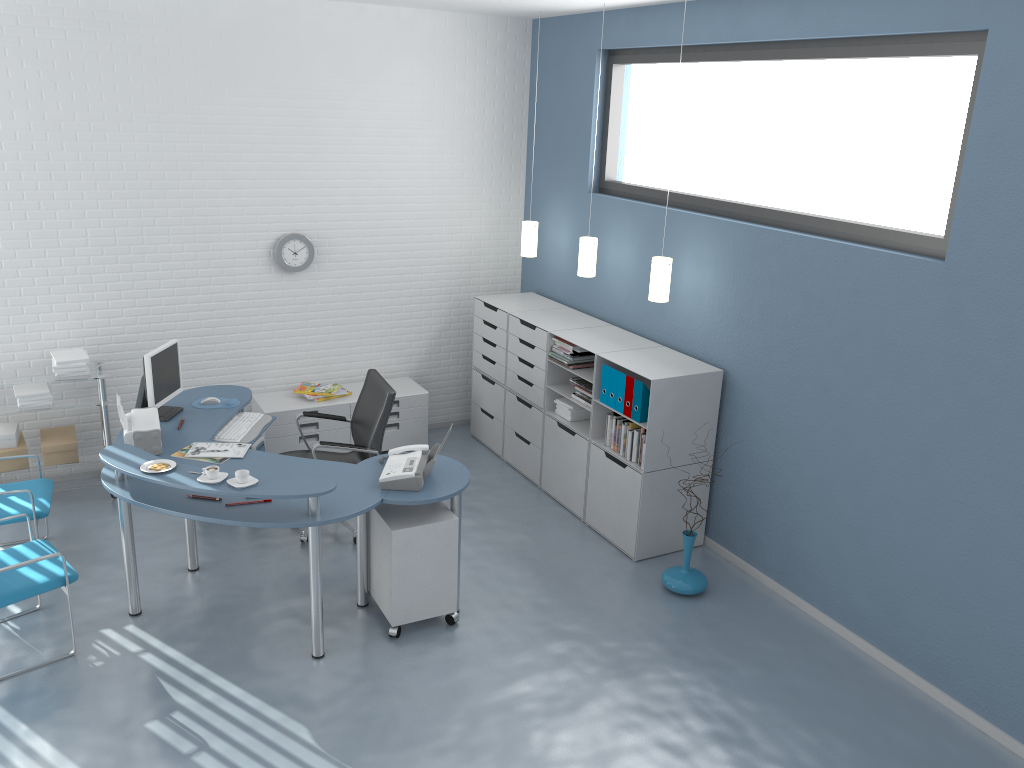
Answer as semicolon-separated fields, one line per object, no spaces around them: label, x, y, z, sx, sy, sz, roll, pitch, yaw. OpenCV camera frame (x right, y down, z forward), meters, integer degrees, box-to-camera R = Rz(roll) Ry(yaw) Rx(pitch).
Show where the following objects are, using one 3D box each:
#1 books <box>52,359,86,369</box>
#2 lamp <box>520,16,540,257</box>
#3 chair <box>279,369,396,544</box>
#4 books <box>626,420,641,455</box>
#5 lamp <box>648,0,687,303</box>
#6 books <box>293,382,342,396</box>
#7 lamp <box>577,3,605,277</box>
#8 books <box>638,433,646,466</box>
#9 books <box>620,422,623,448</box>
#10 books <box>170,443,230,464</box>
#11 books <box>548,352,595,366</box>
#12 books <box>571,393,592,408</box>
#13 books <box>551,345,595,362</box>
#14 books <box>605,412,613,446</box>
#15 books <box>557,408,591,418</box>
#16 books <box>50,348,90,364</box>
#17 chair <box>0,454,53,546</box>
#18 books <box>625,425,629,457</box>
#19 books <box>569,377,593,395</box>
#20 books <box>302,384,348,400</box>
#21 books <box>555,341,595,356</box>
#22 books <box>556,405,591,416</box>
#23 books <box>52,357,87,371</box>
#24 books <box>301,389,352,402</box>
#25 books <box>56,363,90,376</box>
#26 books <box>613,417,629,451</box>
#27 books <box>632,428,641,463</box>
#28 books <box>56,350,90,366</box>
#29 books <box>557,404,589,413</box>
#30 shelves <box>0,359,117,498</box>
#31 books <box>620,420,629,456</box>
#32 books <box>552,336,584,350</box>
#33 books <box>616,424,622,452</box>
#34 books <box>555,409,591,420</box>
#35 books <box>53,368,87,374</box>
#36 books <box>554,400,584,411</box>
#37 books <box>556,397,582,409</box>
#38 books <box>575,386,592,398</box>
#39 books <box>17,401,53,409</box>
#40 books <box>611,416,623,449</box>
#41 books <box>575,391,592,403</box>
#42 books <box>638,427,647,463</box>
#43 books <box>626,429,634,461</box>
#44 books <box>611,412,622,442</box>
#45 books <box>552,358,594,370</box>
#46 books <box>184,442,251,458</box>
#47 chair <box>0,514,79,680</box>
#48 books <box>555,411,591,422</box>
books;-2.819;-0.148;5.645;0.190;0.015;0.270;-6;20;-25
lamp;0.162;-1.810;6.383;0.120;1.786;0.120;9;19;19
chair;-1.093;0.450;5.454;0.652;0.948;0.584;-5;19;-22
books;0.762;0.319;5.333;0.157;0.247;0.021;-7;20;-27
lamp;0.914;-1.351;5.047;0.120;1.786;0.120;9;19;19
books;-1.422;0.038;6.504;0.300;0.020;0.210;4;18;6
lamp;0.538;-1.581;5.715;0.120;1.786;0.120;9;19;19
books;0.820;0.378;5.236;0.157;0.198;0.022;-7;20;-27
books;0.728;0.321;5.411;0.146;0.193;0.032;-7;20;-27
books;-1.619;0.366;4.702;0.300;0.005;0.200;7;18;15
books;0.404;-0.177;5.917;0.234;0.034;0.240;-7;20;-27
books;0.544;0.102;5.738;0.212;0.034;0.265;-7;20;-27
books;0.421;-0.212;5.900;0.212;0.044;0.265;-7;20;-27
books;0.656;0.276;5.527;0.157;0.203;0.040;-7;20;-27
books;0.467;0.175;6.025;0.270;0.015;0.190;-7;20;-26
books;-2.814;-0.179;5.643;0.190;0.015;0.270;-9;21;-32
chair;-2.841;0.682;4.894;0.543;0.707;0.542;-5;19;-23
books;0.753;0.334;5.356;0.155;0.203;0.017;-7;20;-27
books;0.539;0.009;5.713;0.224;0.041;0.283;-7;20;-27
books;-1.387;0.056;6.520;0.300;0.020;0.210;-9;21;-32
books;0.442;-0.246;5.880;0.187;0.034;0.298;-7;20;-27
books;0.462;0.161;6.019;0.270;0.015;0.190;-7;20;-27
books;-2.823;-0.136;5.656;0.190;0.015;0.270;-7;20;-27
books;-1.367;0.069;6.545;0.300;0.020;0.210;-14;24;-42
books;-2.817;-0.107;5.666;0.190;0.015;0.270;-8;21;-30
books;0.698;0.301;5.452;0.157;0.203;0.032;-7;20;-27
books;0.791;0.358;5.287;0.157;0.203;0.040;-7;20;-27
books;-2.809;-0.168;5.660;0.190;0.015;0.270;-7;20;-27
books;0.469;0.146;6.018;0.270;0.015;0.190;-6;20;-25
shelves;-3.040;0.343;5.696;0.896;0.848;0.441;-7;20;-27
books;0.736;0.321;5.374;0.166;0.217;0.038;-7;20;-27
books;0.422;-0.278;5.882;0.212;0.024;0.258;-7;20;-27
books;0.710;0.324;5.434;0.157;0.172;0.021;-7;20;-27
books;0.460;0.188;6.035;0.270;0.015;0.190;-8;21;-30
books;-2.822;-0.120;5.655;0.190;0.015;0.270;-7;20;-26
books;0.449;0.128;6.022;0.270;0.015;0.190;-7;20;-27
books;0.463;0.116;6.012;0.270;0.015;0.190;-9;21;-32
books;0.557;0.048;5.718;0.197;0.034;0.251;-7;20;-27
books;-3.031;0.097;5.629;0.190;0.015;0.270;-8;20;-29
books;0.685;0.296;5.475;0.157;0.198;0.022;-7;20;-27
books;0.555;0.080;5.712;0.212;0.023;0.224;-7;20;-27
books;0.816;0.355;5.258;0.138;0.229;0.032;-7;20;-27
books;0.766;0.357;5.316;0.173;0.184;0.032;-7;20;-27
books;0.681;0.273;5.497;0.138;0.229;0.032;-7;20;-27
books;0.420;-0.150;5.920;0.209;0.019;0.265;-7;20;-27
books;-1.568;0.355;4.739;0.300;0.010;0.200;1;18;-4
chair;-2.400;0.928;4.184;0.543;0.707;0.542;-14;24;-42
books;0.459;0.202;6.040;0.270;0.015;0.190;-7;20;-27
